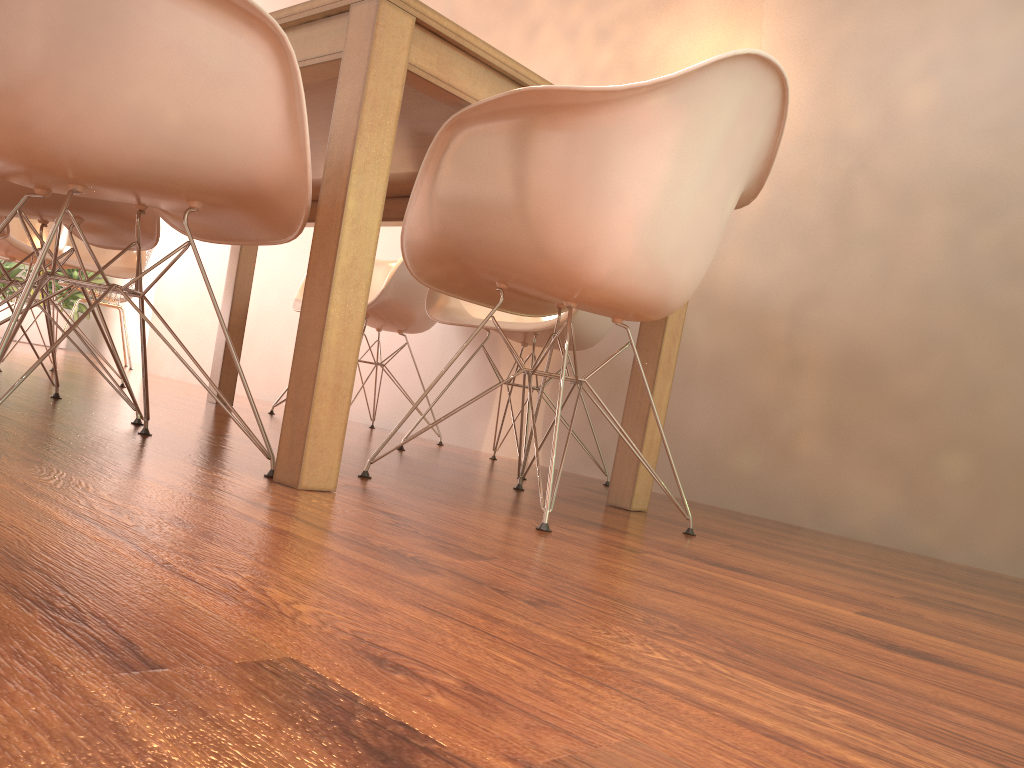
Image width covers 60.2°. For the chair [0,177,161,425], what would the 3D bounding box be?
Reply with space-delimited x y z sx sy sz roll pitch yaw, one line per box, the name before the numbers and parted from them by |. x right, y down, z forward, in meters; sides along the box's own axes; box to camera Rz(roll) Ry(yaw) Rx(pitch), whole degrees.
chair | -1.162 -0.401 1.967 0.679 0.866 0.644 12 2 37

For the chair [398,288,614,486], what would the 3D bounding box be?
chair | 0.089 -0.148 2.850 0.680 0.866 0.644 12 2 32

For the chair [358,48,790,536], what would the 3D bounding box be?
chair | 0.142 -0.169 1.755 0.638 0.866 0.686 12 2 37

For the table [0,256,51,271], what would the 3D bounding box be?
table | -4.027 -0.675 5.484 0.933 0.562 1.878 10 -1 43

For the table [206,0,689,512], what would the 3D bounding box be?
table | -0.684 -0.275 2.469 2.059 0.814 1.029 10 0 42

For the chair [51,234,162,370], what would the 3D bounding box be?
chair | -2.633 -0.586 5.717 0.562 0.906 0.539 9 3 -28

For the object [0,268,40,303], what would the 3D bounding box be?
object | -4.362 -1.452 7.883 1.083 2.117 0.958 9 3 -29

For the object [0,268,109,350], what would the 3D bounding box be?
object | -3.861 -1.373 7.441 0.969 2.117 1.071 8 3 -34

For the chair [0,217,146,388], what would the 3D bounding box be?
chair | -1.816 -0.481 3.387 0.639 0.866 0.685 11 2 27

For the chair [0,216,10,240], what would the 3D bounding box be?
chair | -1.736 -0.495 2.374 0.679 0.866 0.644 12 2 37

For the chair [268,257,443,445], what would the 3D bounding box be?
chair | -0.504 -0.238 3.486 0.679 0.866 0.644 12 3 42

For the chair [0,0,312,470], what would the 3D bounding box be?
chair | -0.707 -0.339 1.448 0.679 0.853 0.644 12 2 37
